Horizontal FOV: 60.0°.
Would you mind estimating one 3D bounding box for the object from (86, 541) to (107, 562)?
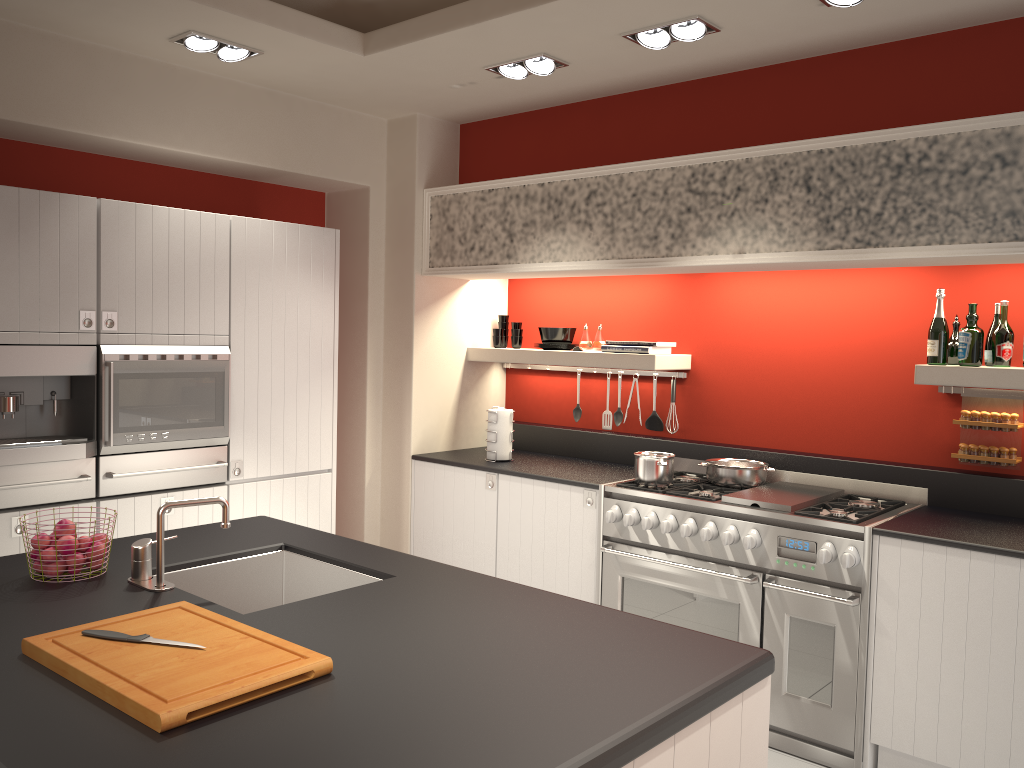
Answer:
[{"bbox_3d":[-1.170,0.471,2.496,0.055,0.056,0.055,-1,4,-39],"label":"object"}]

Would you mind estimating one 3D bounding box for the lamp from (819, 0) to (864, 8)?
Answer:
[{"bbox_3d":[1.260,-1.425,3.142,0.361,0.103,0.199,4,4,41],"label":"lamp"}]

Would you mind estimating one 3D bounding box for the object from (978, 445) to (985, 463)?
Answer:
[{"bbox_3d":[2.066,0.307,3.898,0.034,0.078,0.034,0,3,-28],"label":"object"}]

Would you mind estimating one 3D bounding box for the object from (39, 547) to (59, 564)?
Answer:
[{"bbox_3d":[-1.263,0.467,2.418,0.048,0.046,0.048,1,3,0],"label":"object"}]

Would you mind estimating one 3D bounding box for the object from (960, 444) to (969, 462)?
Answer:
[{"bbox_3d":[1.995,0.304,3.908,0.034,0.078,0.034,0,3,-28],"label":"object"}]

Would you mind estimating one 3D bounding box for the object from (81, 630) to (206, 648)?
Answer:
[{"bbox_3d":[-0.776,0.539,1.879,0.302,0.010,0.035,2,3,11],"label":"object"}]

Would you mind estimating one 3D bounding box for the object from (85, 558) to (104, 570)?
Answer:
[{"bbox_3d":[-1.194,0.507,2.539,0.050,0.049,0.049,2,3,7],"label":"object"}]

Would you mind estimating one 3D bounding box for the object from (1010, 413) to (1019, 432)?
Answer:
[{"bbox_3d":[2.159,0.165,3.812,0.034,0.078,0.034,0,3,-28],"label":"object"}]

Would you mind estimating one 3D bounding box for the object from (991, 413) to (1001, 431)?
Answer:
[{"bbox_3d":[2.087,0.163,3.824,0.034,0.078,0.034,0,3,-28],"label":"object"}]

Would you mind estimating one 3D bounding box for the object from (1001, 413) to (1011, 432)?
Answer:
[{"bbox_3d":[2.117,0.165,3.798,0.034,0.078,0.034,0,3,-28],"label":"object"}]

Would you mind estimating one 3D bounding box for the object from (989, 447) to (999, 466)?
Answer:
[{"bbox_3d":[2.084,0.311,3.831,0.034,0.078,0.034,0,3,-28],"label":"object"}]

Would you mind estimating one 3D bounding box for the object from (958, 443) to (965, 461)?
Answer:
[{"bbox_3d":[2.007,0.302,3.949,0.034,0.078,0.034,0,3,-28],"label":"object"}]

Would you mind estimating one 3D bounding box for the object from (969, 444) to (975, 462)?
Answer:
[{"bbox_3d":[2.037,0.304,3.923,0.034,0.078,0.034,0,3,-28],"label":"object"}]

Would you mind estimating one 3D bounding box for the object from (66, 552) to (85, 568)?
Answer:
[{"bbox_3d":[-1.208,0.487,2.452,0.046,0.043,0.046,1,3,-9],"label":"object"}]

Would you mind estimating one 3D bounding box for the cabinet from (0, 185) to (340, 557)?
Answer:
[{"bbox_3d":[-2.044,0.314,4.043,0.717,2.249,2.558,4,4,41],"label":"cabinet"}]

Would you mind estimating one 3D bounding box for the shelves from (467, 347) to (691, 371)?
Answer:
[{"bbox_3d":[0.355,-0.154,5.241,1.379,0.083,0.376,4,4,41],"label":"shelves"}]

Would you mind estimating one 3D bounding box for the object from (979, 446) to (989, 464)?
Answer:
[{"bbox_3d":[2.054,0.309,3.857,0.034,0.078,0.034,0,3,-28],"label":"object"}]

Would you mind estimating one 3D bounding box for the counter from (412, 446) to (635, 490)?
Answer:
[{"bbox_3d":[0.149,0.459,5.042,1.360,0.026,0.699,4,4,41],"label":"counter"}]

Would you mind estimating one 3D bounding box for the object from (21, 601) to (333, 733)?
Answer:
[{"bbox_3d":[-0.704,0.565,1.847,0.570,0.033,0.372,4,4,39],"label":"object"}]

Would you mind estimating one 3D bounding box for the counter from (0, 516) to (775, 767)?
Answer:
[{"bbox_3d":[-0.632,0.591,2.160,2.054,0.050,1.415,4,4,41],"label":"counter"}]

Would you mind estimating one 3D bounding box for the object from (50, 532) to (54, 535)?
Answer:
[{"bbox_3d":[-1.297,0.444,2.527,0.048,0.049,0.049,-1,4,-42],"label":"object"}]

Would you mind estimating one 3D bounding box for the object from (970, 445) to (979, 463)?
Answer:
[{"bbox_3d":[2.025,0.306,3.883,0.034,0.078,0.034,0,3,-28],"label":"object"}]

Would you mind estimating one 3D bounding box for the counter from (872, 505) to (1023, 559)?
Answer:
[{"bbox_3d":[2.155,0.605,3.297,1.360,0.026,0.699,4,4,41],"label":"counter"}]

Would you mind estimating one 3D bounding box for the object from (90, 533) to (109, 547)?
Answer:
[{"bbox_3d":[-1.186,0.453,2.540,0.056,0.050,0.055,1,3,-11],"label":"object"}]

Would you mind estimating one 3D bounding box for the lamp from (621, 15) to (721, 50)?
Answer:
[{"bbox_3d":[0.656,-1.469,3.667,0.361,0.104,0.199,4,4,41],"label":"lamp"}]

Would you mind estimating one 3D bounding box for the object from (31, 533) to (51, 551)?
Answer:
[{"bbox_3d":[-1.288,0.431,2.424,0.048,0.046,0.048,1,3,-3],"label":"object"}]

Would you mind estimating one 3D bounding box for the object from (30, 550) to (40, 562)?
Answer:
[{"bbox_3d":[-1.303,0.468,2.441,0.041,0.041,0.040,1,3,-12],"label":"object"}]

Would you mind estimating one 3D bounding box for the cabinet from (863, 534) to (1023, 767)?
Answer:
[{"bbox_3d":[2.144,1.114,3.323,1.361,0.993,0.687,4,4,41],"label":"cabinet"}]

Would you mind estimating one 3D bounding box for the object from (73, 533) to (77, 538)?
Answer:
[{"bbox_3d":[-1.255,0.433,2.512,0.041,0.044,0.045,2,3,11],"label":"object"}]

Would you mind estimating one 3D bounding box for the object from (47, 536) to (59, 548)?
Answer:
[{"bbox_3d":[-1.277,0.442,2.463,0.041,0.039,0.041,-1,4,-33],"label":"object"}]

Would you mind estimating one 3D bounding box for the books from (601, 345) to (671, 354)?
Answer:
[{"bbox_3d":[0.687,-0.191,4.911,0.207,0.042,0.331,-2,4,-44],"label":"books"}]

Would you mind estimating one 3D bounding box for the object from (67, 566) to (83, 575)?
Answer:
[{"bbox_3d":[-1.226,0.515,2.485,0.040,0.039,0.039,1,3,0],"label":"object"}]

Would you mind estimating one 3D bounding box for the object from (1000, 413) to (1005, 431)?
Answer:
[{"bbox_3d":[2.130,0.163,3.838,0.034,0.078,0.034,0,3,-28],"label":"object"}]

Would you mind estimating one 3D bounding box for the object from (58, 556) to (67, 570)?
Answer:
[{"bbox_3d":[-1.275,0.507,2.509,0.050,0.049,0.049,2,3,7],"label":"object"}]

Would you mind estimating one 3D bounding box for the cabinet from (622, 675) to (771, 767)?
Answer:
[{"bbox_3d":[-0.650,1.122,2.190,2.035,1.011,1.423,4,4,41],"label":"cabinet"}]

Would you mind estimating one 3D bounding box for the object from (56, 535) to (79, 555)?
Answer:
[{"bbox_3d":[-1.224,0.444,2.441,0.056,0.055,0.051,-1,4,-35],"label":"object"}]

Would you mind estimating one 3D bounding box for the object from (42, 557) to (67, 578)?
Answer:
[{"bbox_3d":[-1.266,0.504,2.452,0.062,0.057,0.061,4,4,41],"label":"object"}]

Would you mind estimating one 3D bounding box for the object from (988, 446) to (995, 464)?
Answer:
[{"bbox_3d":[2.097,0.309,3.871,0.034,0.078,0.034,0,3,-28],"label":"object"}]

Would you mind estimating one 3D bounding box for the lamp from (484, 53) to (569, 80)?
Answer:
[{"bbox_3d":[0.068,-1.511,4.179,0.361,0.109,0.199,4,4,41],"label":"lamp"}]

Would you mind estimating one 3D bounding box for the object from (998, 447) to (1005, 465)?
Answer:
[{"bbox_3d":[2.126,0.311,3.845,0.034,0.078,0.034,0,3,-28],"label":"object"}]

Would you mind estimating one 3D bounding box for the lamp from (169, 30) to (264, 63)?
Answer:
[{"bbox_3d":[-1.330,-1.527,4.002,0.199,0.084,0.361,4,4,41],"label":"lamp"}]

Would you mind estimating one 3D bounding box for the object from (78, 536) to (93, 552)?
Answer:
[{"bbox_3d":[-1.202,0.449,2.491,0.041,0.044,0.045,2,3,11],"label":"object"}]

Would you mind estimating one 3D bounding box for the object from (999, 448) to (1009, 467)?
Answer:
[{"bbox_3d":[2.113,0.313,3.806,0.034,0.078,0.034,0,3,-28],"label":"object"}]

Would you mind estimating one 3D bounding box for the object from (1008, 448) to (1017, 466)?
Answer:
[{"bbox_3d":[2.156,0.313,3.820,0.034,0.078,0.034,0,3,-28],"label":"object"}]

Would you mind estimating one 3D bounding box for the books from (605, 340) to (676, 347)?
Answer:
[{"bbox_3d":[0.714,-0.224,4.914,0.332,0.026,0.207,4,4,41],"label":"books"}]

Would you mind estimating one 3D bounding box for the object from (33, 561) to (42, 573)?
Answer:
[{"bbox_3d":[-1.316,0.507,2.490,0.050,0.049,0.049,2,3,7],"label":"object"}]

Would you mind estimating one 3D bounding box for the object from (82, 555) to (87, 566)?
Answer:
[{"bbox_3d":[-1.253,0.504,2.564,0.050,0.049,0.049,2,3,7],"label":"object"}]

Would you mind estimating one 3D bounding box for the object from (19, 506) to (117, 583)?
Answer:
[{"bbox_3d":[-1.242,0.450,2.491,0.248,0.168,0.248,3,3,29],"label":"object"}]

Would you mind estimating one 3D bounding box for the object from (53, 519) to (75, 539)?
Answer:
[{"bbox_3d":[-1.246,0.405,2.470,0.056,0.058,0.056,1,3,-4],"label":"object"}]

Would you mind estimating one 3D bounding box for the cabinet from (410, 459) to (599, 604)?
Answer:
[{"bbox_3d":[0.135,0.968,5.070,1.361,0.993,0.687,4,4,41],"label":"cabinet"}]

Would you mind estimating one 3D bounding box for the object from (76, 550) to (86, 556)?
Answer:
[{"bbox_3d":[-1.235,0.468,2.527,0.055,0.056,0.055,-1,4,-39],"label":"object"}]

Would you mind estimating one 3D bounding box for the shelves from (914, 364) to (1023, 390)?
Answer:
[{"bbox_3d":[2.368,-0.008,3.490,1.379,0.083,0.376,4,4,41],"label":"shelves"}]
